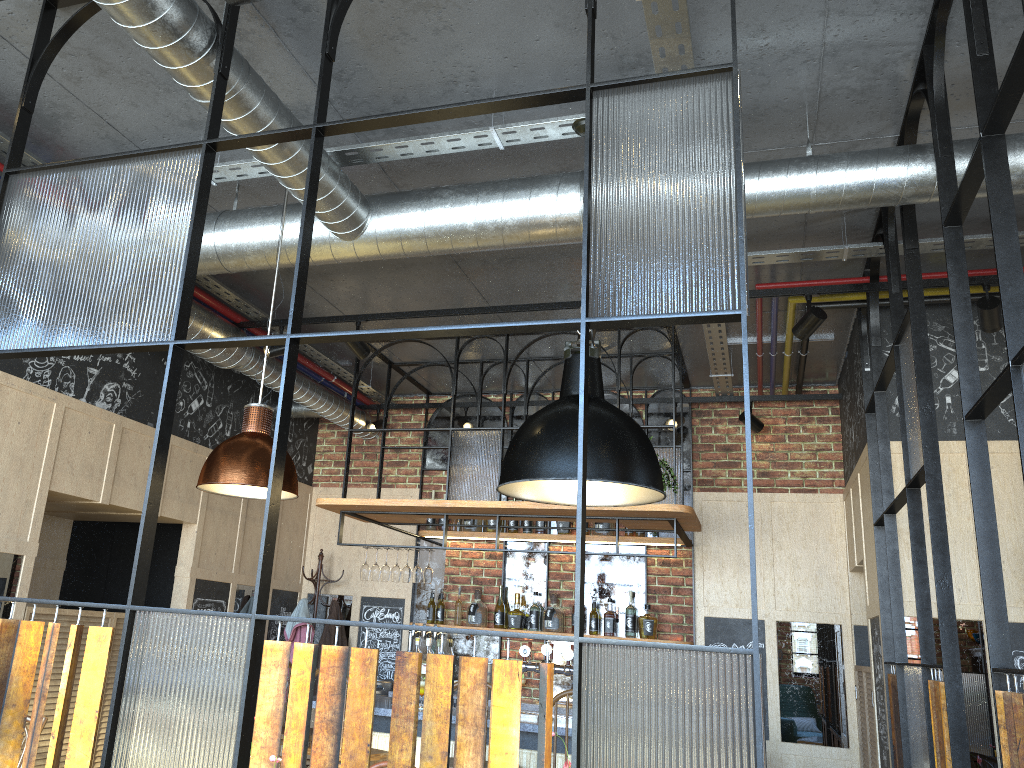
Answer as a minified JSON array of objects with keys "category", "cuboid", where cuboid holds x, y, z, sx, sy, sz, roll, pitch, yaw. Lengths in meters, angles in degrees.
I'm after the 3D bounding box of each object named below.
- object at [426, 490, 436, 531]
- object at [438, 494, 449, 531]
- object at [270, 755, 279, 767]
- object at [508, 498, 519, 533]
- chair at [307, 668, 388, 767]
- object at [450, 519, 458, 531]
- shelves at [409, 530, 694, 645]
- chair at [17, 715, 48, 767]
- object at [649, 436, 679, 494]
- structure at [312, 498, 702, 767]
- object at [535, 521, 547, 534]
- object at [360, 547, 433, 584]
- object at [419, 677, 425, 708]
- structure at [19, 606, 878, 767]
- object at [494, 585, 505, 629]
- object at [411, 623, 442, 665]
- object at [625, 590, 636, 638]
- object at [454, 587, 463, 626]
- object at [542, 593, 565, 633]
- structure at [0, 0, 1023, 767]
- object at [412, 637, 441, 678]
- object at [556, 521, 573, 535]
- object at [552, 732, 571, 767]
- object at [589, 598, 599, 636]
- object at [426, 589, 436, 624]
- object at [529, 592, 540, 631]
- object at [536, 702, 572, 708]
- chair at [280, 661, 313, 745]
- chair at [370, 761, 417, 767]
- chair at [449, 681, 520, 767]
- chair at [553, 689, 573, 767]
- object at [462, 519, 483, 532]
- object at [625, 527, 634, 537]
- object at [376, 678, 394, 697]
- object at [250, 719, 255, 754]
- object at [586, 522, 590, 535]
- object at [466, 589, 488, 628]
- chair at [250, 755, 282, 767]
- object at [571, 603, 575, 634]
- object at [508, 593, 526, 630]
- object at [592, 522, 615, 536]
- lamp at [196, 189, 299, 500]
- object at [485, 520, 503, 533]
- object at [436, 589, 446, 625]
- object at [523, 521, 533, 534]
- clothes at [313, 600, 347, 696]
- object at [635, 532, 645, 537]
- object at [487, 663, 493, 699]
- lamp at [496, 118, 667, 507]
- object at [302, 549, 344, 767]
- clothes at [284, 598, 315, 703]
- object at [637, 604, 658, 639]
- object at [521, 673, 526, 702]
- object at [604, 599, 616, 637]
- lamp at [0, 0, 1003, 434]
[{"category":"object","cuboid":[-0.640,1.015,7.061,0.078,0.331,0.072,-12,-22,40]},{"category":"object","cuboid":[-0.540,1.030,7.038,0.089,0.304,0.082,-6,-19,27]},{"category":"object","cuboid":[-0.466,0.949,1.673,0.132,0.429,0.217,16,-21,-37]},{"category":"object","cuboid":[0.014,1.004,6.838,0.081,0.320,0.080,3,-17,-1]},{"category":"chair","cuboid":[-0.941,2.188,4.857,0.453,1.202,0.393,-10,-21,35]},{"category":"object","cuboid":[-0.451,1.029,6.985,0.053,0.290,0.058,13,-20,-32]},{"category":"shelves","cuboid":[0.296,1.556,6.752,2.181,0.750,0.583,-2,-17,19]},{"category":"chair","cuboid":[-2.346,1.921,3.787,0.401,0.920,0.524,5,-17,-8]},{"category":"object","cuboid":[0.731,0.516,5.056,0.496,0.371,0.606,5,-16,-4]},{"category":"structure","cuboid":[0.019,1.973,5.665,2.407,2.186,1.681,-2,-17,18]},{"category":"object","cuboid":[0.224,1.022,6.743,0.080,0.264,0.076,-3,-18,18]},{"category":"object","cuboid":[-0.733,1.152,5.601,0.512,0.209,0.063,-2,-17,19]},{"category":"object","cuboid":[-0.536,1.828,5.266,0.101,0.198,0.110,18,-23,-42]},{"category":"structure","cuboid":[-0.199,2.019,5.186,4.964,1.000,1.271,5,-16,-4]},{"category":"object","cuboid":[-0.090,1.676,6.628,0.081,0.320,0.080,3,-17,-1]},{"category":"object","cuboid":[-0.643,2.062,6.635,0.319,0.494,0.198,-3,-18,18]},{"category":"object","cuboid":[0.849,1.646,6.305,0.078,0.331,0.072,-12,-22,40]},{"category":"object","cuboid":[-0.407,1.696,6.721,0.053,0.290,0.058,13,-20,-32]},{"category":"object","cuboid":[0.302,1.677,6.469,0.175,0.285,0.117,-7,-19,31]},{"category":"structure","cuboid":[-0.625,0.878,4.101,5.881,3.344,5.970,3,-16,2]},{"category":"object","cuboid":[-0.640,2.072,6.646,0.266,0.304,0.082,-3,-18,20]},{"category":"object","cuboid":[0.399,1.013,6.676,0.120,0.266,0.113,-3,-18,18]},{"category":"object","cuboid":[0.172,1.231,2.501,0.227,0.434,0.130,-9,-21,35]},{"category":"object","cuboid":[0.592,1.680,6.370,0.066,0.265,0.065,3,-17,-1]},{"category":"object","cuboid":[-0.618,1.717,6.801,0.069,0.265,0.063,-11,-22,38]},{"category":"object","cuboid":[0.171,1.687,6.537,0.078,0.285,0.073,-3,-18,19]},{"category":"object","cuboid":[0.334,2.262,6.220,0.328,0.019,0.227,-4,-18,27]},{"category":"chair","cuboid":[-1.370,2.348,5.522,0.424,1.202,0.421,-2,-17,16]},{"category":"chair","cuboid":[-0.583,1.856,3.120,0.456,0.926,0.523,-9,-20,33]},{"category":"chair","cuboid":[-0.192,2.174,4.621,0.444,1.202,0.401,-1,-17,12]},{"category":"chair","cuboid":[0.383,2.157,4.417,0.449,1.202,0.397,-4,-18,21]},{"category":"object","cuboid":[-0.310,1.026,6.932,0.175,0.285,0.117,-7,-19,31]},{"category":"object","cuboid":[0.868,1.003,6.519,0.067,0.265,0.064,-1,-17,11]},{"category":"object","cuboid":[-1.087,2.735,6.526,0.382,1.041,0.414,15,-21,-35]},{"category":"object","cuboid":[-0.929,1.276,2.929,0.192,0.429,0.153,15,-21,-36]},{"category":"object","cuboid":[0.550,1.012,6.632,0.068,0.265,0.064,-3,-18,17]},{"category":"object","cuboid":[-0.266,1.694,6.669,0.175,0.285,0.117,-7,-19,31]},{"category":"chair","cuboid":[-1.054,1.848,3.209,0.401,0.920,0.524,5,-17,-8]},{"category":"object","cuboid":[0.478,1.668,6.428,0.089,0.304,0.082,-10,-21,35]},{"category":"object","cuboid":[0.036,1.693,6.558,0.120,0.266,0.113,-3,-18,18]},{"category":"object","cuboid":[0.683,0.996,6.578,0.175,0.285,0.117,-7,-19,31]},{"category":"lamp","cuboid":[-0.930,-0.248,3.391,0.364,1.342,0.371,5,-17,-9]},{"category":"object","cuboid":[-0.139,1.043,6.860,0.148,0.236,0.086,-4,-18,23]},{"category":"object","cuboid":[-0.544,1.714,6.774,0.066,0.265,0.065,1,-17,5]},{"category":"object","cuboid":[0.127,1.019,6.800,0.078,0.285,0.073,-3,-18,19]},{"category":"clothes","cuboid":[-1.401,2.087,6.884,0.217,0.775,0.230,-2,-17,14]},{"category":"object","cuboid":[0.942,1.001,6.493,0.066,0.265,0.065,1,-17,5]},{"category":"object","cuboid":[-0.194,2.168,6.446,0.211,0.247,0.222,9,-18,-20]},{"category":"lamp","cuboid":[0.243,-0.289,2.972,0.550,1.334,0.505,-7,-19,29]},{"category":"object","cuboid":[-1.600,2.285,6.822,0.361,2.000,0.342,-11,-22,38]},{"category":"clothes","cuboid":[-1.654,2.050,6.761,0.281,0.796,0.229,-13,-23,42]},{"category":"object","cuboid":[0.958,1.679,6.222,0.145,0.236,0.088,1,-17,5]},{"category":"object","cuboid":[0.048,2.196,6.389,0.101,0.198,0.110,18,-23,-42]},{"category":"object","cuboid":[0.702,1.677,6.328,0.080,0.264,0.076,-3,-18,18]},{"category":"lamp","cuboid":[-0.388,-0.576,4.047,7.438,0.275,6.052,-1,-17,18]}]
